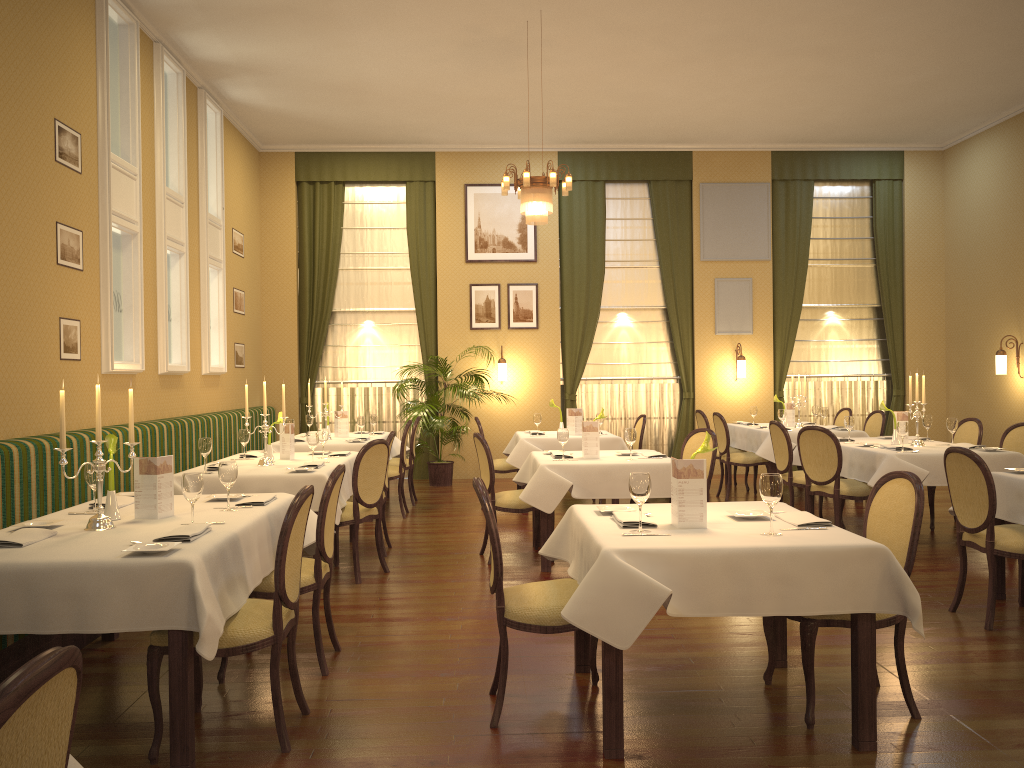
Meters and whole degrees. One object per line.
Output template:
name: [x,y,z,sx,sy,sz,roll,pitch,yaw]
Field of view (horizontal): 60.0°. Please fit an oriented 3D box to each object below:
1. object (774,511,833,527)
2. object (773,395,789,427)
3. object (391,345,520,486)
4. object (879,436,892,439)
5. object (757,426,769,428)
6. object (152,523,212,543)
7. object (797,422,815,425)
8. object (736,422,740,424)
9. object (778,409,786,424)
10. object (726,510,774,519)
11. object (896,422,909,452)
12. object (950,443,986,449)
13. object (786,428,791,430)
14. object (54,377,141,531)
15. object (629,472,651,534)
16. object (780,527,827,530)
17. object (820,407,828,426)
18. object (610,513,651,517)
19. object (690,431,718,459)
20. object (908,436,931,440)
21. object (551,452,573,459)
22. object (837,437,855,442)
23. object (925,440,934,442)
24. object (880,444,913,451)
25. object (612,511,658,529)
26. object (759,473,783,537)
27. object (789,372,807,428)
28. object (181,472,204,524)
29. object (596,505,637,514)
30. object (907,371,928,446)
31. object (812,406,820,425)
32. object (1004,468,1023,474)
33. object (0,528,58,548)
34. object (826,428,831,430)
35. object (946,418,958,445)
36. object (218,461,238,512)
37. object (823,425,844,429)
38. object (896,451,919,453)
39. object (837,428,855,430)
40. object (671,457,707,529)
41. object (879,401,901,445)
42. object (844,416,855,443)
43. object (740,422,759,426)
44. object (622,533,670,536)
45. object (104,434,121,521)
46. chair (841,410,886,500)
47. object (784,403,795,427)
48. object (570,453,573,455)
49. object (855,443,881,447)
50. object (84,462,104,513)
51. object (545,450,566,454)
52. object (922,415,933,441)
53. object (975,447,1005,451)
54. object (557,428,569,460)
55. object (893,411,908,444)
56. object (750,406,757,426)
object: [1.192,0.555,3.641,0.142,0.024,0.273,-1,0,-2]
object: [3.083,0.305,10.162,0.163,0.375,0.076,-1,0,19]
object: [-0.830,0.395,11.326,1.496,1.807,1.552,-1,0,-22]
object: [3.454,0.492,8.116,0.160,0.024,0.160,-1,0,-2]
object: [2.829,0.486,9.980,0.160,0.024,0.160,-1,0,-2]
object: [-1.285,0.583,3.468,0.142,0.033,0.273,-1,0,-2]
object: [3.538,0.473,10.690,0.142,0.024,0.273,-1,0,-2]
object: [2.809,0.479,10.917,0.160,0.024,0.160,-1,0,-2]
object: [2.881,0.386,9.463,0.088,0.229,0.088,-1,1,-44]
object: [0.999,0.555,3.739,0.160,0.024,0.160,-1,0,-2]
object: [2.991,0.404,6.791,0.088,0.229,0.088,-1,1,-44]
object: [3.634,0.495,7.068,0.142,0.033,0.273,-1,0,-2]
object: [2.927,0.484,9.682,0.142,0.033,0.273,-1,0,-2]
object: [-1.716,0.278,3.685,0.131,0.655,0.390,-1,0,17]
object: [0.498,0.461,3.449,0.088,0.229,0.088,-1,1,-44]
object: [1.134,0.562,3.449,0.185,0.010,0.017,-1,0,-2]
object: [3.493,0.375,9.928,0.088,0.229,0.088,-1,1,-44]
object: [0.511,0.565,3.823,0.181,0.015,0.038,-1,0,-1]
object: [0.764,0.383,3.651,0.163,0.375,0.076,-1,0,-26]
object: [3.647,0.492,8.018,0.142,0.024,0.273,-1,0,-2]
object: [0.378,0.539,6.694,0.142,0.033,0.273,-1,0,-2]
object: [2.960,0.497,7.977,0.142,0.033,0.273,-1,0,-2]
object: [3.592,0.499,7.743,0.185,0.010,0.017,-1,0,-2]
object: [3.036,0.503,7.010,0.142,0.033,0.273,-1,0,-2]
object: [0.503,0.560,3.655,0.142,0.033,0.273,-1,0,-2]
object: [0.980,0.455,3.350,0.088,0.229,0.088,-1,1,-44]
object: [3.230,0.169,9.980,0.390,0.655,0.131,-1,1,-37]
object: [-1.317,0.482,3.656,0.088,0.229,0.088,-1,1,-44]
object: [0.461,0.561,3.923,0.160,0.024,0.160,-1,0,-2]
object: [3.340,0.187,7.309,0.131,0.655,0.390,0,1,32]
object: [3.562,0.370,10.403,0.088,0.229,0.088,-1,1,-44]
object: [3.041,0.519,5.257,0.160,0.024,0.160,-1,0,-2]
object: [-1.883,0.591,3.410,0.142,0.033,0.273,-1,0,-2]
object: [3.478,0.485,9.574,0.181,0.015,0.038,-1,0,-1]
object: [3.603,0.393,7.256,0.088,0.229,0.088,0,1,40]
object: [-1.327,0.478,4.146,0.088,0.229,0.088,-1,1,-44]
object: [3.525,0.476,9.740,0.142,0.033,0.273,-1,0,-2]
object: [2.990,0.512,6.703,0.181,0.015,0.038,-1,0,-1]
object: [3.533,0.481,9.420,0.160,0.024,0.160,-1,0,-2]
object: [0.683,0.436,3.539,0.166,0.277,0.081,0,1,44]
object: [3.192,0.324,7.490,0.163,0.375,0.076,-1,0,19]
object: [2.955,0.398,7.771,0.088,0.229,0.088,-1,1,-44]
object: [2.850,0.478,10.649,0.142,0.033,0.273,-1,0,-2]
object: [0.511,0.570,3.367,0.185,0.010,0.017,-1,0,-1]
object: [-1.785,0.413,3.956,0.076,0.375,0.163,-1,0,-21]
chair: [3.758,0.768,9.689,0.571,0.955,0.530,-1,0,-2]
object: [3.225,0.354,10.217,0.166,0.277,0.081,-1,0,-31]
object: [0.387,0.544,6.861,0.181,0.015,0.038,-1,0,-1]
object: [2.938,0.505,7.308,0.160,0.024,0.160,-1,0,-2]
object: [-1.964,0.486,4.171,0.088,0.229,0.088,-1,1,-44]
object: [0.337,0.540,6.961,0.160,0.024,0.160,-1,0,-2]
object: [3.667,0.388,7.828,0.088,0.229,0.088,-1,1,-44]
object: [3.642,0.500,6.748,0.160,0.024,0.160,-1,0,-2]
object: [0.374,0.440,6.487,0.088,0.229,0.088,0,1,40]
object: [3.334,0.373,7.545,0.166,0.277,0.081,-1,0,-31]
object: [2.846,0.379,10.443,0.088,0.229,0.088,-1,1,-44]
